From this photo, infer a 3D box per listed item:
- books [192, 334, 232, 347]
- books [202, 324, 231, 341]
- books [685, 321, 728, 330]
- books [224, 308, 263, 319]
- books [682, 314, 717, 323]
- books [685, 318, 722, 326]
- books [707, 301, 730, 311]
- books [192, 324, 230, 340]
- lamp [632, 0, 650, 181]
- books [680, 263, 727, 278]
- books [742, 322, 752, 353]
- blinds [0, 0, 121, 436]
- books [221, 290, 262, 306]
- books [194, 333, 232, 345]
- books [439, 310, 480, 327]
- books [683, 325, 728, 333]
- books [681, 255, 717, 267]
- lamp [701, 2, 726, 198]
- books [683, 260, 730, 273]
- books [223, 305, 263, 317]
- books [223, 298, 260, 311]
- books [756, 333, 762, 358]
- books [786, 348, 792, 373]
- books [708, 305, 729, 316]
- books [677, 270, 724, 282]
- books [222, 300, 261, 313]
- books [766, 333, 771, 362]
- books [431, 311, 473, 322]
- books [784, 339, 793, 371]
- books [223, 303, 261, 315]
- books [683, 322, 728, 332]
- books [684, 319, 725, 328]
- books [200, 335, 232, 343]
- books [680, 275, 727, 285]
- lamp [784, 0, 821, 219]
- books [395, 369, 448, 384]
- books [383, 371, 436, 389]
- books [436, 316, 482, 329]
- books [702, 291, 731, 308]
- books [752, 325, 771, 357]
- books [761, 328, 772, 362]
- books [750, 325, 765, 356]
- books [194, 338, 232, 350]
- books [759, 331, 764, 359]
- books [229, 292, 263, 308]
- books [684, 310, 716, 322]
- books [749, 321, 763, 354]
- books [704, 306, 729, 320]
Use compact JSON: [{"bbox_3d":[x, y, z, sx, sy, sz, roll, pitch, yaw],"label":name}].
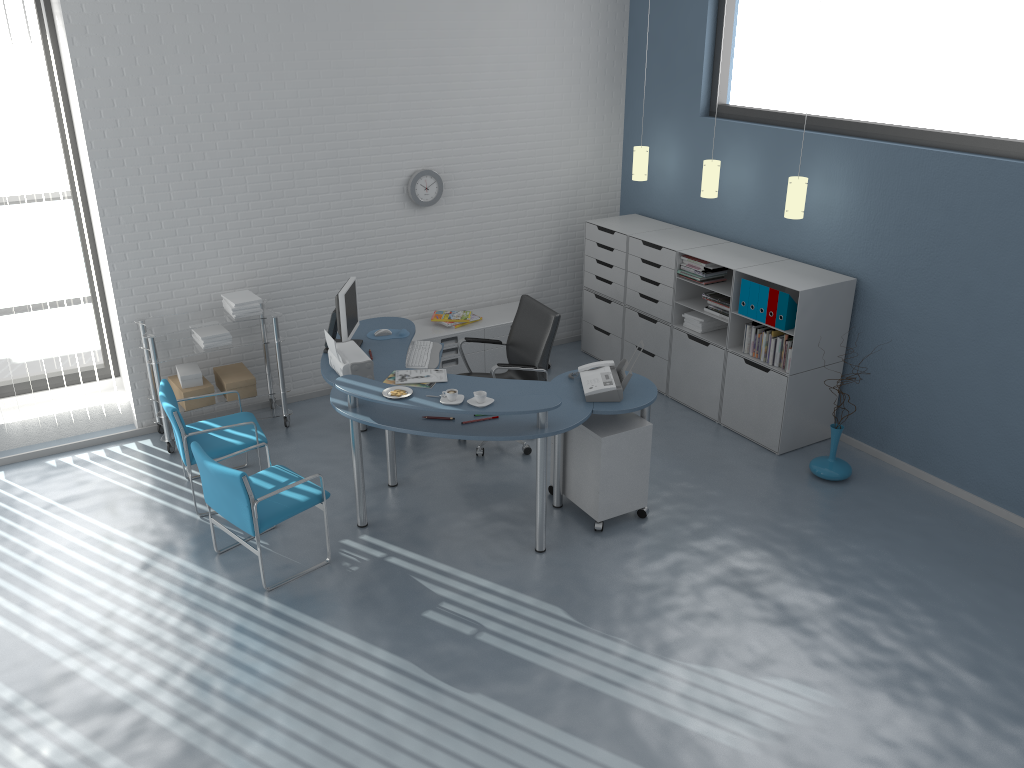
[{"bbox_3d":[-2.040,-0.313,6.030,0.190,0.015,0.270,-15,27,-32],"label":"books"},{"bbox_3d":[-2.038,-0.357,6.019,0.190,0.015,0.270,-13,26,-27],"label":"books"},{"bbox_3d":[1.440,-0.457,6.546,0.270,0.015,0.190,-12,26,-27],"label":"books"},{"bbox_3d":[-1.839,-0.504,6.066,0.190,0.015,0.270,-13,26,-28],"label":"books"},{"bbox_3d":[1.420,-0.502,6.537,0.270,0.015,0.190,-13,26,-28],"label":"books"},{"bbox_3d":[1.440,-0.486,6.536,0.270,0.015,0.190,-12,26,-26],"label":"books"},{"bbox_3d":[1.534,-0.561,6.231,0.197,0.034,0.251,-13,26,-28],"label":"books"},{"bbox_3d":[-2.045,-0.363,5.994,0.190,0.015,0.270,-15,27,-31],"label":"books"},{"bbox_3d":[1.015,-2.446,6.706,0.120,1.786,0.120,7,24,17],"label":"lamp"},{"bbox_3d":[1.378,-0.828,6.383,0.212,0.044,0.265,-13,26,-28],"label":"books"},{"bbox_3d":[1.652,-0.322,6.065,0.157,0.203,0.040,-13,26,-28],"label":"books"},{"bbox_3d":[-4.464,-0.772,4.690,4.001,2.955,0.158,-13,26,-28],"label":"blinds"},{"bbox_3d":[-1.839,-0.587,6.031,0.190,0.015,0.270,-16,28,-33],"label":"books"},{"bbox_3d":[-2.035,-0.330,6.030,0.190,0.015,0.270,-13,26,-28],"label":"books"},{"bbox_3d":[-0.434,-0.516,6.970,0.300,0.020,0.210,-16,28,-33],"label":"books"},{"bbox_3d":[1.433,-0.432,6.563,0.270,0.015,0.190,-13,26,-28],"label":"books"},{"bbox_3d":[1.376,-0.892,6.359,0.212,0.024,0.258,-13,26,-28],"label":"books"},{"bbox_3d":[1.427,-2.179,6.075,0.120,1.786,0.120,7,24,17],"label":"lamp"},{"bbox_3d":[1.397,-0.861,6.361,0.187,0.034,0.298,-13,26,-28],"label":"books"},{"bbox_3d":[-1.839,-0.518,6.060,0.190,0.015,0.270,-15,27,-31],"label":"books"},{"bbox_3d":[-1.842,-0.556,6.036,0.190,0.015,0.270,-12,26,-26],"label":"books"},{"bbox_3d":[1.712,-0.269,5.979,0.157,0.172,0.021,-13,26,-28],"label":"books"},{"bbox_3d":[1.853,-0.165,5.746,0.178,0.163,0.032,-13,26,-28],"label":"books"},{"bbox_3d":[1.534,-0.528,6.228,0.212,0.023,0.224,-13,26,-28],"label":"books"},{"bbox_3d":[1.362,-0.794,6.403,0.234,0.034,0.240,-13,26,-28],"label":"books"},{"bbox_3d":[-1.847,-0.545,6.047,0.190,0.015,0.270,-13,26,-28],"label":"books"},{"bbox_3d":[1.758,-0.254,5.904,0.155,0.203,0.017,-13,26,-28],"label":"books"},{"bbox_3d":[-0.470,-0.530,6.951,0.300,0.020,0.210,1,23,3],"label":"books"},{"bbox_3d":[1.846,-0.196,5.768,0.157,0.203,0.032,-13,26,-28],"label":"books"},{"bbox_3d":[-1.845,-0.529,6.048,0.190,0.015,0.270,-12,26,-27],"label":"books"},{"bbox_3d":[1.433,-0.445,6.557,0.270,0.015,0.190,-15,27,-31],"label":"books"},{"bbox_3d":[1.434,-0.470,6.538,0.270,0.015,0.190,-13,26,-28],"label":"books"},{"bbox_3d":[-2.033,-0.341,6.019,0.190,0.015,0.270,-14,27,-29],"label":"books"},{"bbox_3d":[1.379,-0.768,6.410,0.209,0.019,0.265,-13,26,-28],"label":"books"},{"bbox_3d":[1.839,-1.911,5.444,0.120,1.786,0.120,7,24,17],"label":"lamp"},{"bbox_3d":[-0.534,-0.045,5.219,0.300,0.010,0.200,-3,23,-6],"label":"books"},{"bbox_3d":[-0.583,-0.027,5.182,0.300,0.005,0.200,5,24,13],"label":"books"},{"bbox_3d":[-0.414,-0.506,6.997,0.210,0.020,0.300,20,30,39],"label":"books"},{"bbox_3d":[1.514,-0.598,6.222,0.224,0.041,0.283,-13,26,-28],"label":"books"},{"bbox_3d":[1.698,-0.292,5.994,0.157,0.203,0.032,-13,26,-28],"label":"books"},{"bbox_3d":[1.740,-0.268,5.920,0.166,0.217,0.038,-13,26,-28],"label":"books"},{"bbox_3d":[1.684,-0.299,6.017,0.157,0.198,0.022,-13,26,-28],"label":"books"},{"bbox_3d":[-2.040,-0.299,6.035,0.190,0.015,0.270,-14,27,-29],"label":"books"},{"bbox_3d":[1.730,-0.271,5.957,0.146,0.193,0.032,-13,26,-28],"label":"books"},{"bbox_3d":[-1.835,-0.578,6.049,0.190,0.015,0.270,-13,26,-28],"label":"books"},{"bbox_3d":[1.433,-0.515,6.528,0.270,0.015,0.190,-16,28,-33],"label":"books"},{"bbox_3d":[1.678,-0.324,6.036,0.138,0.229,0.032,-13,26,-28],"label":"books"},{"bbox_3d":[1.524,-0.508,6.256,0.212,0.034,0.265,-13,26,-28],"label":"books"}]
